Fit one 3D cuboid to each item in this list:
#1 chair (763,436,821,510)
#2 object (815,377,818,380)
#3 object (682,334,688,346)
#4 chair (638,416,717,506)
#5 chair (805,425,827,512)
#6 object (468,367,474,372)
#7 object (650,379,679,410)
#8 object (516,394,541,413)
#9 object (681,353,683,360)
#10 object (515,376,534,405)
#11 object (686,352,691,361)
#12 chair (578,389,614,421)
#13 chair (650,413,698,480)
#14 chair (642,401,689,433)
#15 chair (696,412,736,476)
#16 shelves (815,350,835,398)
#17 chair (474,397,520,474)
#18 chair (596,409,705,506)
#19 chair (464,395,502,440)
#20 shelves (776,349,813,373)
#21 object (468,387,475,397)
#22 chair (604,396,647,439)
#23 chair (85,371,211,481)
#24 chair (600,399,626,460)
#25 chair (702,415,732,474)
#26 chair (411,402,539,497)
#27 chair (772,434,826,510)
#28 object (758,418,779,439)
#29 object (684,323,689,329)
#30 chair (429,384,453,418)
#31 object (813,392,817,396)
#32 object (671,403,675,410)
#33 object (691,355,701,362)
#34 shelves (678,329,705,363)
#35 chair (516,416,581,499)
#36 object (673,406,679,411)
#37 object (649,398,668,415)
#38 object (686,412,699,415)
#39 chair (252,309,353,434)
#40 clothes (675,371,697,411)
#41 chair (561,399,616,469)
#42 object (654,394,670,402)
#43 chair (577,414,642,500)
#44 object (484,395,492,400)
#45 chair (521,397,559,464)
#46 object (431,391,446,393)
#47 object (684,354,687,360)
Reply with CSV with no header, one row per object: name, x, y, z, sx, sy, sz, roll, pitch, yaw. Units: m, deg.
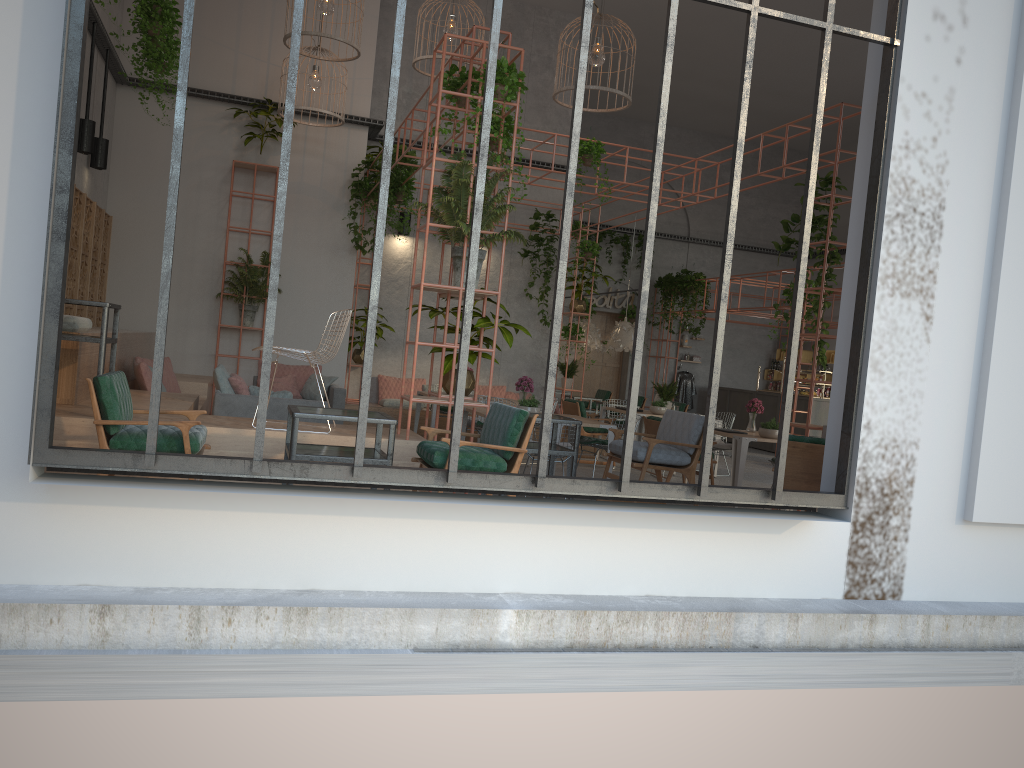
chair,3.071,0.996,9.483,0.565,0.941,0.717,6,2,-1
object,6.096,-0.091,17.878,0.142,0.087,0.094,5,2,-9
object,4.196,-1.092,21.454,0.136,0.336,0.145,6,2,-3
chair,1.895,0.863,10.181,0.685,0.917,0.722,5,2,-17
chair,2.991,0.858,7.750,0.722,0.914,0.685,6,2,23
object,-0.648,-0.039,12.501,0.213,0.414,0.225,5,2,-24
object,2.250,0.173,13.000,0.438,0.527,0.368,5,2,-17
object,0.169,0.224,9.157,0.247,0.247,0.252,5,2,-17
object,4.128,-0.661,21.475,0.055,0.164,0.092,6,2,2
object,0.133,0.115,9.879,0.213,0.414,0.225,5,2,-24
object,4.277,-0.668,21.506,0.081,0.204,0.081,5,2,-16
chair,1.789,0.576,19.794,0.685,0.930,0.722,5,2,-17
chair,2.261,0.837,12.142,0.565,0.941,0.717,6,2,-1
chair,2.787,0.773,16.441,0.685,0.929,0.722,5,2,-17
chair,2.945,0.870,13.322,0.717,0.941,0.565,5,2,-20
shelves,7.224,0.197,19.491,0.328,1.838,1.750,5,2,-17
chair,-0.188,0.645,10.483,0.565,0.941,0.717,5,2,-16
chair,1.195,0.680,7.506,0.685,0.929,0.722,5,2,-17
chair,-0.431,0.596,11.326,0.565,0.941,0.717,6,2,-1
shelves,6.677,0.089,21.328,0.328,1.838,1.750,5,2,-17
object,-0.609,0.070,11.773,0.248,0.247,0.254,5,2,-17
chair,2.283,0.673,18.135,0.685,0.930,0.722,5,2,-17
chair,-2.154,0.416,5.276,0.685,0.929,0.722,5,2,-17
chair,1.724,0.732,13.916,0.565,0.941,0.717,5,2,-16
chair,2.534,0.890,11.258,0.565,0.941,0.717,5,2,-16
chair,-0.283,0.584,5.843,0.685,0.929,0.722,5,2,-17
chair,2.151,0.824,6.036,0.722,0.917,0.685,6,2,23
object,2.889,0.495,9.931,0.247,0.247,0.252,5,2,-17
object,4.222,-1.395,21.436,0.133,0.145,0.133,7,2,35
chair,-0.968,0.491,13.101,0.565,0.941,0.717,5,2,-16
object,6.105,0.193,17.969,0.240,0.104,0.073,4,2,-36
object,2.352,0.359,13.448,0.165,0.154,0.210,5,2,-27
object,4.478,-0.617,21.569,0.219,0.149,0.129,5,2,-17
shelves,4.362,-0.915,21.500,0.560,0.790,0.186,5,2,-17
chair,0.348,0.750,8.709,0.565,0.941,0.717,6,2,-1
object,2.445,0.387,13.253,0.095,0.119,0.095,6,2,7
object,2.082,0.312,12.588,0.248,0.247,0.254,5,2,-17
object,2.677,0.451,13.207,0.218,0.041,0.218,5,2,-8
chair,-1.601,-0.132,6.692,0.717,0.941,0.565,5,2,-8
clothes,4.194,0.189,21.516,0.625,0.997,0.366,4,2,-37
chair,1.086,0.705,12.841,0.685,0.917,0.722,5,2,-17
object,2.254,0.282,13.330,0.241,0.313,0.241,7,2,28
chair,1.032,0.783,9.889,0.717,0.941,0.565,5,2,-20
object,-0.324,0.179,12.028,0.115,0.078,0.115,5,2,-11
chair,0.253,0.629,12.506,0.717,0.941,0.565,5,2,-20
object,-0.972,0.130,12.207,0.268,0.031,0.427,5,2,-17
object,4.195,-0.648,21.474,0.063,0.151,0.063,5,2,-31
